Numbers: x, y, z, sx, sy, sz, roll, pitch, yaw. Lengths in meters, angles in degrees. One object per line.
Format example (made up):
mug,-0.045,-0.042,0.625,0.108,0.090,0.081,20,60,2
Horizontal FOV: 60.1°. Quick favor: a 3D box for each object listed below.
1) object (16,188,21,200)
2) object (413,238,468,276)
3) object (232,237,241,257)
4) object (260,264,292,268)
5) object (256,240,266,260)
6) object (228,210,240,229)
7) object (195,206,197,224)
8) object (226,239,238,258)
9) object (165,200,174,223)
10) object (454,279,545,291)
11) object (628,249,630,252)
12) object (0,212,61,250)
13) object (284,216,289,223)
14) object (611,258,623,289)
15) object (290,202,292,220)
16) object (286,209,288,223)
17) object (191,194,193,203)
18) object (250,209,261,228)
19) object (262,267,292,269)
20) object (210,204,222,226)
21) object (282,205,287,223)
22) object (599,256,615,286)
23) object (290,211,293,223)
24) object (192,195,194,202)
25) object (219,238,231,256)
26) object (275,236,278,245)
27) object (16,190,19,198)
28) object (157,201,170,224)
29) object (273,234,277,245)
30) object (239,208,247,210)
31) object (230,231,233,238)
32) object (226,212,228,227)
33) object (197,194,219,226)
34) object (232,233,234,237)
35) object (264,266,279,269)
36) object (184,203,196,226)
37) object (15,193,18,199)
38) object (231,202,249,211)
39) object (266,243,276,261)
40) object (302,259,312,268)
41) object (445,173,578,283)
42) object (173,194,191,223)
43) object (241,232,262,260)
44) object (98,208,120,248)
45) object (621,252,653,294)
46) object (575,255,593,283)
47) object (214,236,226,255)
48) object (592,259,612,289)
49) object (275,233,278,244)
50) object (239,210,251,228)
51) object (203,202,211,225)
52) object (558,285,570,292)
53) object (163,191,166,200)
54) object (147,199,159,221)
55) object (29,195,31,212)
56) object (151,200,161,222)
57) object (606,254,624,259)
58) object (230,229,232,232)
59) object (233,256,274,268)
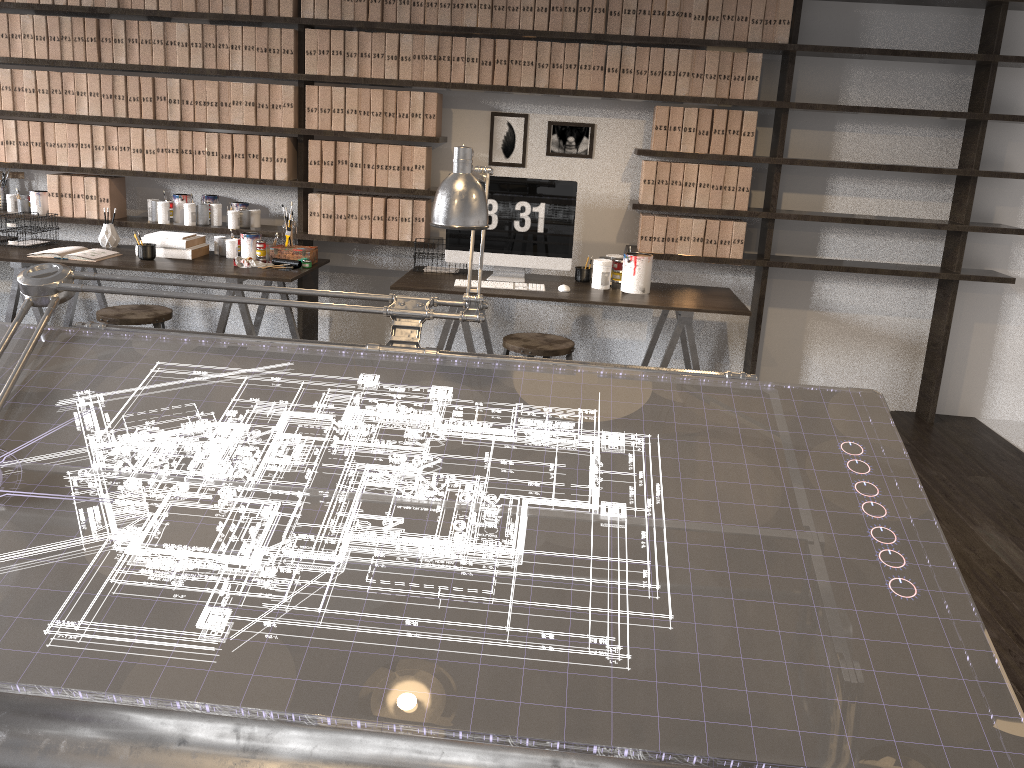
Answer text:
object,-2.717,-1.018,4.897,0.041,0.123,0.008,2,14,-7
object,-0.370,-0.663,4.606,0.284,0.159,0.206,2,15,-4
object,-1.461,-0.725,4.695,0.045,0.100,0.045,4,14,4
object,-1.183,-0.588,4.418,0.172,0.017,0.011,-5,17,-27
object,-1.294,-0.683,4.571,0.049,0.110,0.049,5,14,7
object,-1.501,-0.886,4.778,0.062,0.094,0.062,14,18,34
object,-1.743,-0.930,4.888,0.054,0.100,0.055,9,15,20
object,-1.466,-0.707,4.634,0.062,0.093,0.062,-7,18,-35
object,-1.885,-0.946,4.867,0.045,0.126,0.045,4,14,4
object,-0.058,-0.478,4.297,0.439,0.017,0.120,3,16,-1
object,0.597,-0.598,4.515,0.007,0.178,0.055,0,14,-14
object,-2.544,-0.810,4.660,0.204,0.159,0.287,4,16,4
object,-1.158,-0.791,4.567,0.038,0.151,0.008,-7,17,-36
object,0.538,-0.551,4.447,0.068,0.153,0.069,-1,15,-19
object,-1.144,-0.828,4.580,0.007,0.225,0.020,13,16,34
object,-1.157,-0.810,4.583,0.006,0.180,0.053,-9,19,-42
object,-1.747,-0.960,4.857,0.004,0.167,0.030,10,15,25
object,-1.417,-0.912,4.885,0.062,0.094,0.062,14,18,34
object,-1.171,-0.581,4.424,0.158,0.005,0.005,-6,18,-29
object,-1.622,-0.928,4.860,0.062,0.118,0.062,-4,16,-27
object,-1.165,-0.818,4.569,0.055,0.211,0.007,6,14,10
object,0.484,-0.573,4.515,0.097,0.141,0.097,9,15,20
object,-1.147,-0.804,4.568,0.008,0.184,0.072,-9,19,-42
object,-1.739,-0.962,4.862,0.005,0.147,0.036,10,15,26
object,-1.517,-0.724,4.681,0.063,0.092,0.063,-11,20,-44
object,-1.244,-0.719,4.638,0.040,0.123,0.005,4,14,0
object,-2.722,-1.010,4.895,0.028,0.125,0.004,4,14,2
object,-1.890,-0.928,4.806,0.062,0.118,0.062,-7,17,-35
object,-1.246,-0.717,4.616,0.040,0.129,0.005,4,14,2
object,-1.479,-0.915,4.879,0.044,0.101,0.045,2,14,-5
object,-1.490,-0.761,4.743,0.036,0.116,0.005,6,14,9
object,-1.537,-0.901,4.858,0.054,0.080,0.055,2,15,-6
object,-1.690,-0.958,4.892,0.094,0.160,0.208,5,15,5
object,-1.488,-0.759,4.764,0.035,0.102,0.004,6,14,11
object,-1.188,-0.584,4.414,0.006,0.006,0.158,10,17,23
object,-1.746,-0.918,4.800,0.062,0.118,0.062,-4,16,-27
object,-2.716,-1.001,4.881,0.035,0.102,0.004,3,14,-1
object,-1.514,-0.946,4.934,0.094,0.128,0.096,1,15,-9
object,-1.264,-0.688,4.634,0.060,0.088,0.060,6,15,8
object,-1.042,-0.612,4.498,0.049,0.037,0.049,5,15,7
object,-0.008,-0.787,4.483,0.643,0.512,0.207,4,14,4
object,-1.820,-0.965,4.889,0.095,0.160,0.095,3,14,0
object,-1.356,-0.713,4.610,0.105,0.140,0.105,6,15,11
object,-2.164,-0.838,4.750,0.102,0.207,0.102,-9,19,-40
object,0.616,-0.543,4.371,0.144,0.194,0.147,-3,16,-23
object,0.372,-0.594,4.574,0.096,0.140,0.093,-1,15,-16
object,-1.559,-0.741,4.730,0.062,0.093,0.062,-11,20,-44
object,0.448,-0.546,4.415,0.095,0.143,0.095,12,17,29
object,-1.237,-0.717,4.621,0.033,0.146,0.005,4,14,3
object,-1.457,-0.898,4.828,0.063,0.093,0.063,14,18,34
object,-1.680,-0.938,4.881,0.044,0.126,0.045,9,15,21
object,0.253,-0.465,4.289,0.059,0.028,0.107,4,16,0
object,-1.916,-0.988,4.916,0.041,0.167,0.009,5,14,7
object,-1.984,-0.962,4.902,0.062,0.118,0.062,-10,20,-44
object,-2.674,-1.006,4.949,0.045,0.100,0.045,5,14,6
object,-1.941,-0.945,4.853,0.063,0.116,0.063,-10,20,-44
object,0.530,-0.596,4.604,0.095,0.143,0.095,9,15,20
object,-1.497,-0.763,4.748,0.029,0.132,0.004,6,14,8
object,-1.290,-0.610,4.432,0.197,0.050,0.134,-4,18,-24
